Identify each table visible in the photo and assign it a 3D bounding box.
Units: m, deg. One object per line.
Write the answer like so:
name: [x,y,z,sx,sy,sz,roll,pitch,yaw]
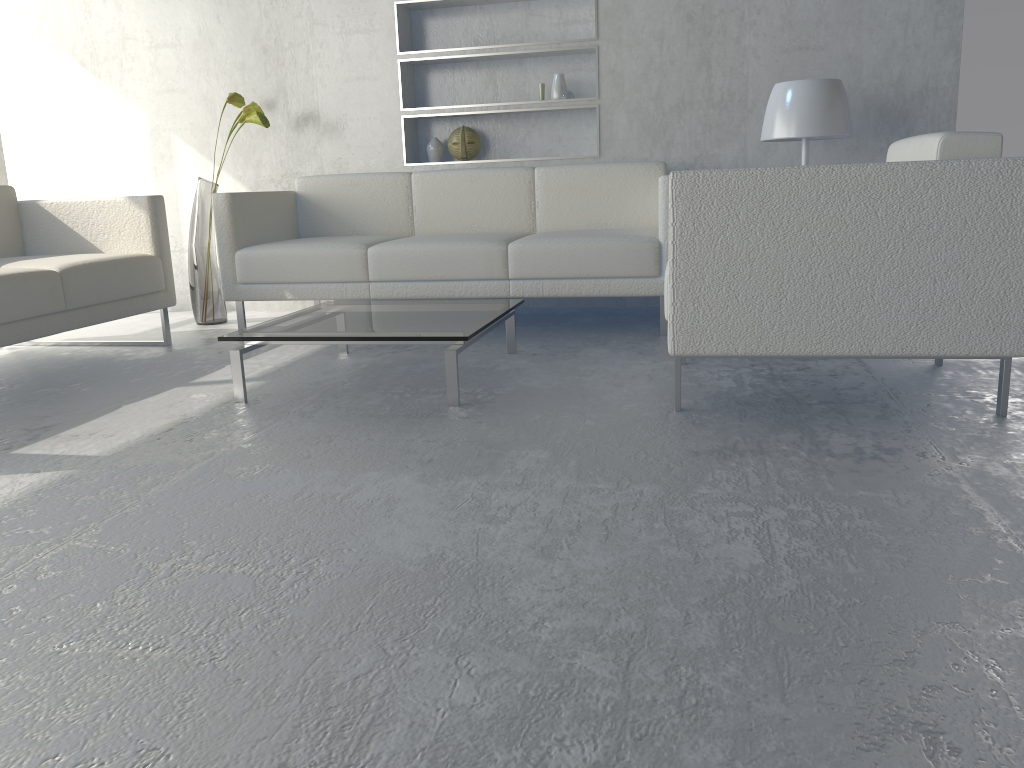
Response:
table: [-0.390,-0.121,2.807,0.730,0.190,0.773,1,13,12]

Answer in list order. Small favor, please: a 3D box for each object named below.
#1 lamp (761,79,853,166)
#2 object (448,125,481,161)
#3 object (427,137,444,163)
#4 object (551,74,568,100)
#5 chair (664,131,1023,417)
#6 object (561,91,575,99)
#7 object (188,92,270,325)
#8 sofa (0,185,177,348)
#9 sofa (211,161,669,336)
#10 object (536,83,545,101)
lamp: [1.173,-0.901,3.550,0.347,0.582,0.347,-7,13,-19]
object: [-0.231,-1.150,4.248,0.163,0.179,0.088,-2,13,2]
object: [-0.371,-1.132,4.310,0.086,0.128,0.086,3,14,23]
object: [0.221,-1.371,4.120,0.079,0.130,0.079,0,13,10]
chair: [0.833,-0.317,2.390,0.821,0.662,0.748,1,13,12]
object: [0.255,-1.319,4.066,0.064,0.050,0.064,2,13,18]
object: [-1.259,-0.803,4.048,0.400,1.051,0.387,8,16,39]
sofa: [-1.942,-0.289,2.752,0.821,0.658,1.881,1,13,12]
sofa: [-0.211,-0.594,3.819,1.881,0.658,0.821,1,13,12]
object: [0.140,-1.355,4.147,0.074,0.094,0.074,-8,14,-23]
